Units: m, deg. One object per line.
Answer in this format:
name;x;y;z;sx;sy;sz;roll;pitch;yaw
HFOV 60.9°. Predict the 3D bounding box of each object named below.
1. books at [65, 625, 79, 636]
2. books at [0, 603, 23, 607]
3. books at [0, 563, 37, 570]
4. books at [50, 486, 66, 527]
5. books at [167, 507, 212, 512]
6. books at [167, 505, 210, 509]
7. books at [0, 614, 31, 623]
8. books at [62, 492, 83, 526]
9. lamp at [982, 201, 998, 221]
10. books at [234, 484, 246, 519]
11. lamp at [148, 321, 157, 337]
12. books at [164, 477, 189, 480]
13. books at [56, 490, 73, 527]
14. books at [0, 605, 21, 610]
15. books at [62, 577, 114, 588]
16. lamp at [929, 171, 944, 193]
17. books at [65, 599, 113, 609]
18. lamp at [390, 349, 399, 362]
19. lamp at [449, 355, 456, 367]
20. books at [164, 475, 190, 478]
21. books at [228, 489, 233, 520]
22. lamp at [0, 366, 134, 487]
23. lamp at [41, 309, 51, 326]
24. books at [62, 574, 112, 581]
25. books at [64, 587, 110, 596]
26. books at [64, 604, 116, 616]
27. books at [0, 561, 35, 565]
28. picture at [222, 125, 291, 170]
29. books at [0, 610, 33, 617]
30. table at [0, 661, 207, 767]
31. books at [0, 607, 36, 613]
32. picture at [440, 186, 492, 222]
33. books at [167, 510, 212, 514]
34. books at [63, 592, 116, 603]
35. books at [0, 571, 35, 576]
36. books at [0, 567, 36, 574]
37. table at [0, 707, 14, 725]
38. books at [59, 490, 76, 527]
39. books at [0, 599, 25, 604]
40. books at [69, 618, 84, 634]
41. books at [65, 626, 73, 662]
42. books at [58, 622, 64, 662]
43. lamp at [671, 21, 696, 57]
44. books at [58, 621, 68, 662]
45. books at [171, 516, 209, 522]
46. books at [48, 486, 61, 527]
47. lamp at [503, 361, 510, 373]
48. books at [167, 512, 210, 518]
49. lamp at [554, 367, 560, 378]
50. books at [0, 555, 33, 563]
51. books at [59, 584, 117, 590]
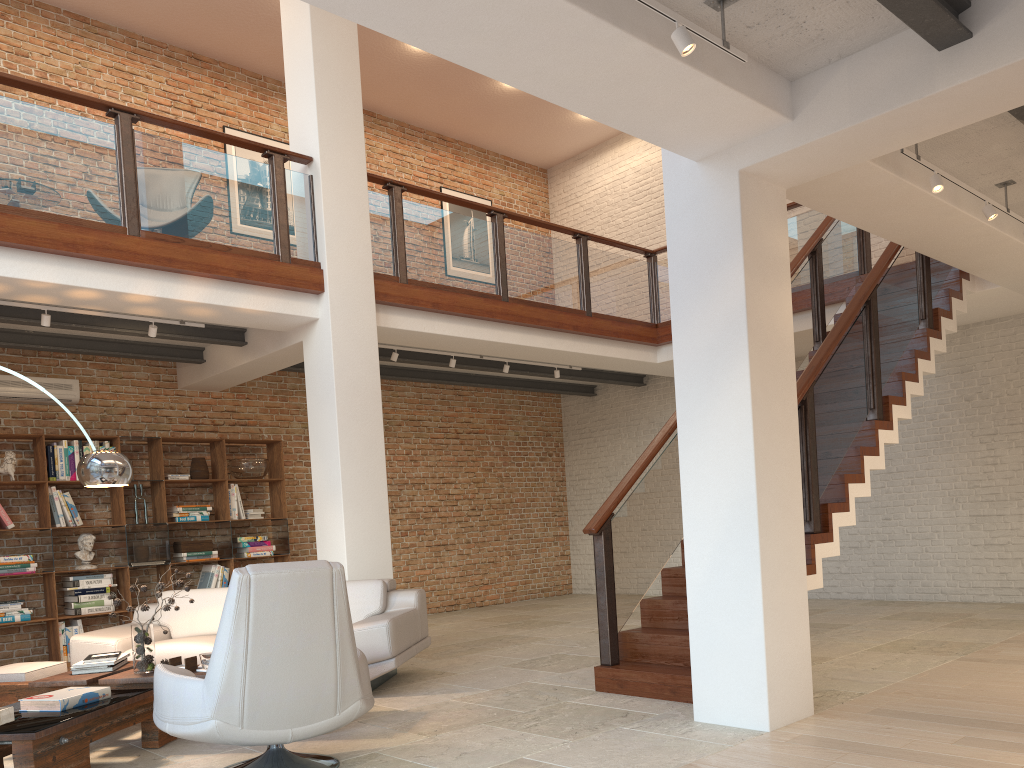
books;-4.131;2.434;8.201;0.055;0.327;0.257;-5;-1;-43
books;-4.563;1.988;7.851;0.173;0.018;0.237;-11;-12;39
books;-4.523;1.645;7.847;0.247;0.036;0.380;-11;-12;40
books;-4.259;1.151;8.122;0.103;0.381;0.246;-4;-1;-43
books;-3.326;1.295;8.980;0.247;0.036;0.380;-11;-12;40
books;-3.343;1.269;8.992;0.356;0.020;0.275;5;-13;-44
books;-4.526;2.110;7.842;0.326;0.055;0.258;2;-10;-33
books;-4.171;1.185;8.210;0.157;0.327;0.257;-3;-2;-43
lamp;2.855;-1.035;5.210;0.060;0.128;0.087;-3;-2;-41
books;-2.972;1.270;9.357;0.101;0.381;0.246;-4;-1;-43
lamp;-2.819;-0.425;6.838;0.060;0.115;0.095;-3;-3;-37
books;-3.412;0.964;8.853;0.206;0.033;0.134;5;-12;-43
books;-4.226;1.172;8.166;0.124;0.346;0.274;-4;-2;-43
books;-4.552;2.014;7.851;0.206;0.033;0.134;5;-12;-43
books;-4.045;1.894;8.317;0.247;0.064;0.380;-11;-12;40
lamp;2.280;-1.085;4.683;0.059;0.128;0.087;-4;-2;7
books;-4.037;2.093;8.314;0.362;0.055;0.286;4;-12;-40
lamp;-1.132;-0.270;8.396;0.086;0.128;0.059;-4;-1;17
lamp;-0.606;-0.222;8.890;0.060;0.128;0.087;-3;-2;-41
books;-3.422;0.938;8.854;0.173;0.018;0.237;-11;-12;39
books;-3.051;1.285;9.252;0.055;0.327;0.257;-5;-1;-43
lamp;-3.342;0.999;5.316;2.029;2.337;0.319;-3;1;-6
lamp;-3.373;-0.471;6.307;0.060;0.128;0.087;-3;-2;-41
books;-4.048;1.842;8.310;0.380;0.036;0.247;5;-12;-43
books;-4.037;1.968;8.280;0.258;0.055;0.327;-11;-12;41
books;-4.019;2.150;8.302;0.247;0.064;0.380;-11;-12;40
books;-4.540;1.619;7.860;0.356;0.020;0.275;5;-13;-44
picture;-2.803;-2.213;9.895;0.911;1.188;0.028;-1;-1;-43
books;-4.550;2.064;7.833;0.380;0.036;0.247;5;-12;-43
table;-2.183;1.781;4.719;2.209;0.425;1.991;-5;-9;8
books;-4.534;2.036;7.835;0.247;0.018;0.380;-11;-12;39
picture;-0.589;-2.015;11.962;0.911;1.188;0.028;-1;-1;-43
books;-3.331;1.323;8.985;0.247;0.018;0.380;-11;-12;39
books;-4.021;2.032;8.308;0.246;0.064;0.381;-9;-10;33
books;-4.529;1.712;7.857;0.356;0.020;0.275;5;-13;-43
books;-4.533;1.682;7.845;0.247;0.036;0.380;-11;-12;41
table;-2.230;1.508;3.241;0.496;0.500;0.498;-4;-4;7
books;-4.217;1.175;8.187;0.124;0.346;0.274;-4;-2;-43
books;-4.544;1.960;7.842;0.252;0.017;0.164;5;-12;-43
books;-4.102;2.414;8.259;0.079;0.382;0.246;-4;-1;-43
books;-4.176;2.432;8.167;0.057;0.328;0.257;-5;-1;-43
books;-4.233;2.399;8.104;0.036;0.381;0.246;-5;0;-43
lamp;0.613;-1.235;3.120;0.086;0.128;0.059;-4;-1;17
books;-4.218;2.404;8.141;0.036;0.381;0.246;-5;0;-43
books;-3.324;1.397;8.992;0.326;0.055;0.258;2;-10;-33
books;-4.303;1.151;8.114;0.101;0.381;0.246;-4;-1;-43
lamp;-0.063;-0.174;9.397;0.060;0.128;0.087;-3;-2;-41
books;-3.348;1.351;8.983;0.380;0.036;0.247;5;-12;-43
lamp;0.512;-0.124;9.924;0.059;0.128;0.087;-4;-2;7
books;-4.534;1.582;7.863;0.326;0.055;0.258;4;-12;-40
books;-4.036;1.933;8.299;0.444;0.020;0.275;5;-13;-43
